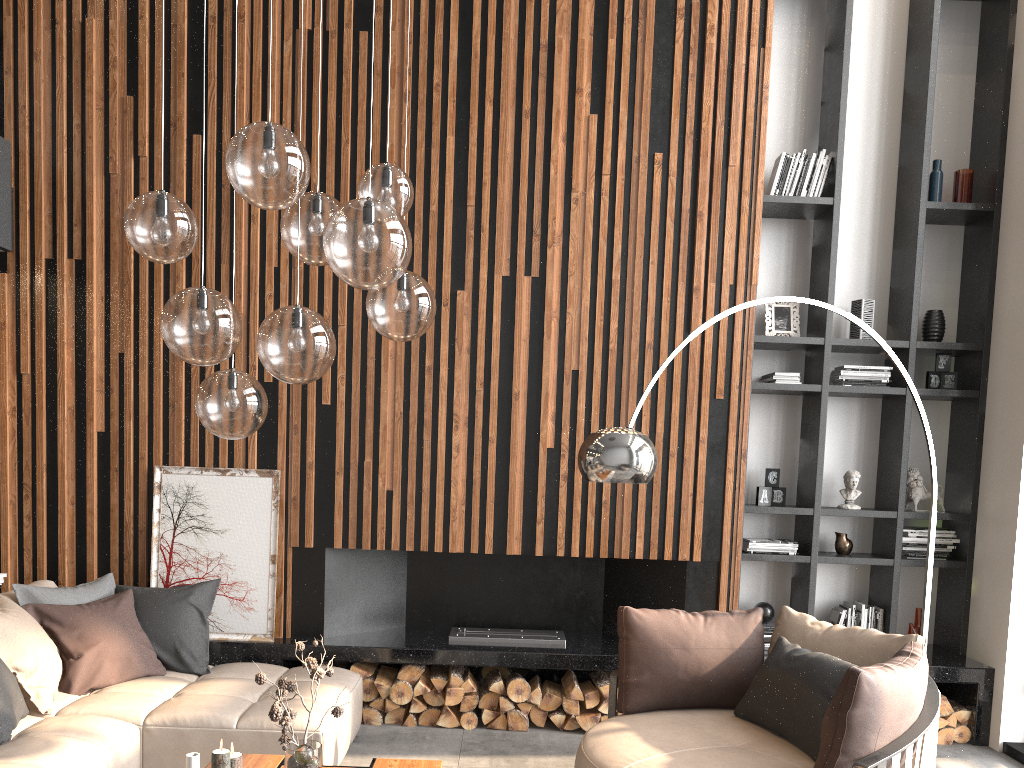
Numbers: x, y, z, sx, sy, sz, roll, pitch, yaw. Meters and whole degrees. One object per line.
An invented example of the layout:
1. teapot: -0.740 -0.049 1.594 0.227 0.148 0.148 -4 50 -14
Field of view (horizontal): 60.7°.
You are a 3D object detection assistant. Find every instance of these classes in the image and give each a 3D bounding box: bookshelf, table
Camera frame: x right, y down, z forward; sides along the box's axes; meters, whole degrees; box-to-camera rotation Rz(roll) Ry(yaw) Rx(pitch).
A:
1. bookshelf: 2.161 -1.010 5.338 1.459 5.362 0.334 2 4 0
2. table: -0.727 1.613 2.799 0.896 0.357 1.452 2 -4 0

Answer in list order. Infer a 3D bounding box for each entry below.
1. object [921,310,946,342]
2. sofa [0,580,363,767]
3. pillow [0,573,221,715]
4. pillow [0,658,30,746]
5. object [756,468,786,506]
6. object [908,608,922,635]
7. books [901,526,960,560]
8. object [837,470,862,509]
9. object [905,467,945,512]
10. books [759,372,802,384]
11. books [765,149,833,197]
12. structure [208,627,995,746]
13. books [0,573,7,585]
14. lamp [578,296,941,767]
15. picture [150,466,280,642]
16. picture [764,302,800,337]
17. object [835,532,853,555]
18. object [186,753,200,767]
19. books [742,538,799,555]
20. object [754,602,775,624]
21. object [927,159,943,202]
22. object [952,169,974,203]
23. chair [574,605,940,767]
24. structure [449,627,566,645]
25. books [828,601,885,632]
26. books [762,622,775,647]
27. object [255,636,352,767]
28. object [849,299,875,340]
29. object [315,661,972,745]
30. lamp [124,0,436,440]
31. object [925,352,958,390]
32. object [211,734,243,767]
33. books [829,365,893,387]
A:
1. object: 2.607 -0.342 5.418 0.141 0.220 0.139 2 2 -10
2. sofa: -1.747 1.392 3.396 1.874 0.823 3.243 2 -4 0
3. pillow: -2.123 1.286 4.386 0.758 0.550 1.386 1 -3 30
4. pillow: -2.220 1.161 3.001 0.542 0.500 1.940 2 -4 -1
5. object: 1.622 0.645 5.472 0.188 0.237 0.058 2 4 -2
6. object: 2.527 1.541 5.499 0.081 0.268 0.081 4 4 21
7. books: 2.570 0.996 5.496 0.373 0.192 0.217 2 -1 0
8. object: 2.110 0.659 5.463 0.137 0.247 0.136 4 3 40
9. object: 2.592 0.662 5.505 0.252 0.283 0.129 2 3 -8
10. books: 1.659 -0.025 5.413 0.175 0.072 0.327 2 -4 -1
11. books: 1.722 -1.243 5.296 0.367 0.302 0.184 2 2 0
12. structure: -0.472 1.786 5.390 6.522 0.463 0.666 2 -2 0
13. books: -2.840 1.086 4.585 0.199 0.151 0.332 2 -3 0
14. lamp: 1.193 0.787 3.917 2.035 2.356 0.316 2 4 -24
15. picture: -1.726 0.985 5.085 0.729 1.008 0.100 2 4 0
16. picture: 1.673 -0.399 5.435 0.216 0.274 0.113 2 3 1
17. object: 2.090 1.004 5.515 0.100 0.144 0.102 3 2 37
18. object: -0.865 1.204 2.454 0.319 0.401 0.315 2 1 19
19. books: 1.606 1.015 5.471 0.322 0.078 0.219 2 -4 -1
20. object: 1.588 1.446 5.525 0.134 0.134 0.135 2 0 -21
21. object: 2.570 -1.209 5.311 0.077 0.296 0.078 5 5 36
22. object: 2.739 -1.175 5.319 0.101 0.232 0.101 1 3 -16
23. chair: 1.014 1.483 3.748 1.439 0.906 1.483 1 -2 26
24. structure: -0.030 1.580 5.441 0.710 0.104 0.299 2 -4 0
25. books: 2.149 1.521 5.529 0.332 0.290 0.173 2 2 0
26. books: 1.585 1.577 5.540 0.338 0.128 0.219 2 -2 -1
27. object: -0.715 1.151 2.950 0.317 0.607 0.539 1 1 -30
28. object: 2.152 -0.382 5.384 0.104 0.262 0.103 1 3 -20
29. object: 0.716 1.881 5.232 4.032 0.395 0.434 2 -1 1
30. lamp: -0.585 -2.333 2.520 1.232 5.041 1.217 2 4 -3
31. object: 2.635 -0.073 5.365 0.188 0.235 0.058 2 4 2
32. object: -1.024 1.351 3.144 0.077 0.212 0.153 3 1 10
33. books: 2.147 -0.036 5.406 0.322 0.129 0.218 2 -2 -1
